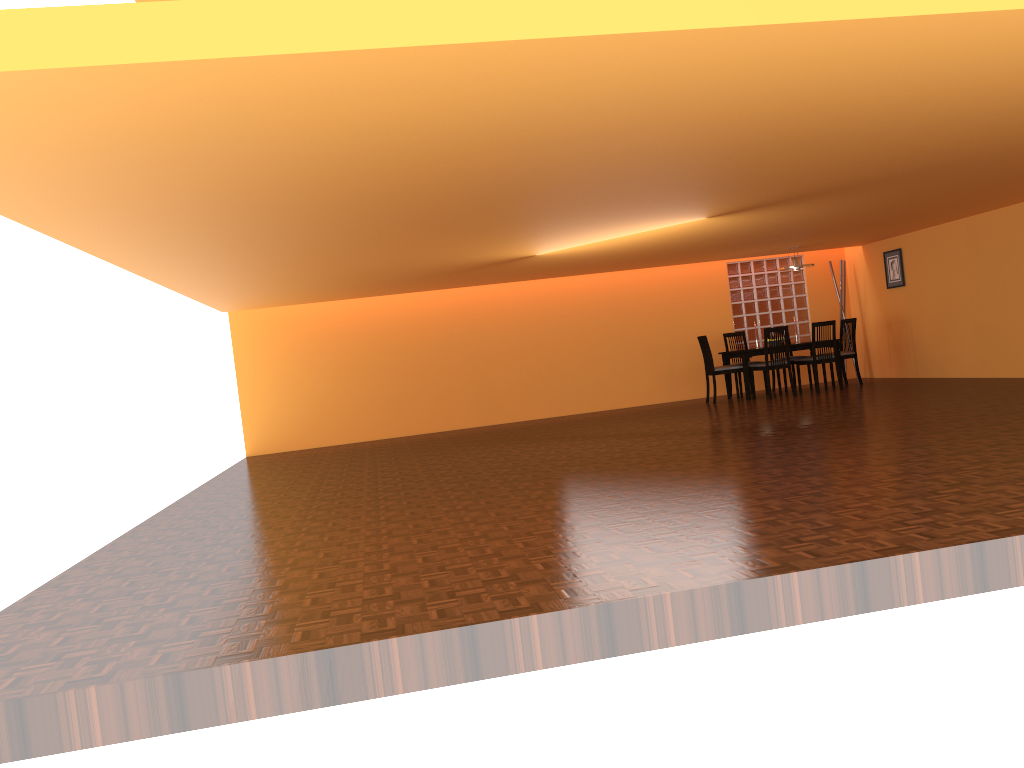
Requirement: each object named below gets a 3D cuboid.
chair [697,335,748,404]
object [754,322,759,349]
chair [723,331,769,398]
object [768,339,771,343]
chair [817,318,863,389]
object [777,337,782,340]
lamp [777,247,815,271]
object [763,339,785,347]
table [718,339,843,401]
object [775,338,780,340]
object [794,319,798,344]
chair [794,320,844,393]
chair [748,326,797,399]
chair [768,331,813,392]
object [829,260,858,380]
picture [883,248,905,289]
[{"bbox_3d":[2.483,-0.190,10.465,0.465,0.809,0.373,-7,1,-4],"label":"chair"},{"bbox_3d":[2.870,-0.579,10.425,0.044,0.326,0.044,-7,2,-20],"label":"object"},{"bbox_3d":[2.856,-0.246,10.913,0.373,0.809,0.465,-7,1,-9],"label":"chair"},{"bbox_3d":[3.047,-0.509,10.494,0.055,0.046,0.046,-7,2,-26],"label":"object"},{"bbox_3d":[3.919,-0.365,10.682,0.465,0.809,0.373,-7,1,-14],"label":"chair"},{"bbox_3d":[3.196,-0.529,10.562,0.069,0.066,0.069,-7,1,1],"label":"object"},{"bbox_3d":[3.371,-1.487,10.568,0.435,0.274,0.435,-6,1,13],"label":"lamp"},{"bbox_3d":[3.129,-0.485,10.550,0.337,0.072,0.337,-8,2,-43],"label":"object"},{"bbox_3d":[3.210,-0.165,10.551,1.259,0.584,0.697,-7,1,-9],"label":"table"},{"bbox_3d":[3.155,-0.510,10.496,0.066,0.070,0.055,-8,2,-27],"label":"object"},{"bbox_3d":[3.389,-0.645,10.592,0.044,0.326,0.044,-7,2,-20],"label":"object"},{"bbox_3d":[3.540,-0.309,10.245,0.373,0.809,0.465,-7,1,-9],"label":"chair"},{"bbox_3d":[2.975,-0.240,10.156,0.373,0.809,0.465,-7,1,-9],"label":"chair"},{"bbox_3d":[3.422,-0.315,11.002,0.373,0.809,0.465,-7,1,-9],"label":"chair"},{"bbox_3d":[4.331,-0.826,11.551,0.226,1.589,0.308,-6,1,13],"label":"object"},{"bbox_3d":[4.639,-1.397,10.773,0.014,0.456,0.361,-7,1,-9],"label":"picture"}]
